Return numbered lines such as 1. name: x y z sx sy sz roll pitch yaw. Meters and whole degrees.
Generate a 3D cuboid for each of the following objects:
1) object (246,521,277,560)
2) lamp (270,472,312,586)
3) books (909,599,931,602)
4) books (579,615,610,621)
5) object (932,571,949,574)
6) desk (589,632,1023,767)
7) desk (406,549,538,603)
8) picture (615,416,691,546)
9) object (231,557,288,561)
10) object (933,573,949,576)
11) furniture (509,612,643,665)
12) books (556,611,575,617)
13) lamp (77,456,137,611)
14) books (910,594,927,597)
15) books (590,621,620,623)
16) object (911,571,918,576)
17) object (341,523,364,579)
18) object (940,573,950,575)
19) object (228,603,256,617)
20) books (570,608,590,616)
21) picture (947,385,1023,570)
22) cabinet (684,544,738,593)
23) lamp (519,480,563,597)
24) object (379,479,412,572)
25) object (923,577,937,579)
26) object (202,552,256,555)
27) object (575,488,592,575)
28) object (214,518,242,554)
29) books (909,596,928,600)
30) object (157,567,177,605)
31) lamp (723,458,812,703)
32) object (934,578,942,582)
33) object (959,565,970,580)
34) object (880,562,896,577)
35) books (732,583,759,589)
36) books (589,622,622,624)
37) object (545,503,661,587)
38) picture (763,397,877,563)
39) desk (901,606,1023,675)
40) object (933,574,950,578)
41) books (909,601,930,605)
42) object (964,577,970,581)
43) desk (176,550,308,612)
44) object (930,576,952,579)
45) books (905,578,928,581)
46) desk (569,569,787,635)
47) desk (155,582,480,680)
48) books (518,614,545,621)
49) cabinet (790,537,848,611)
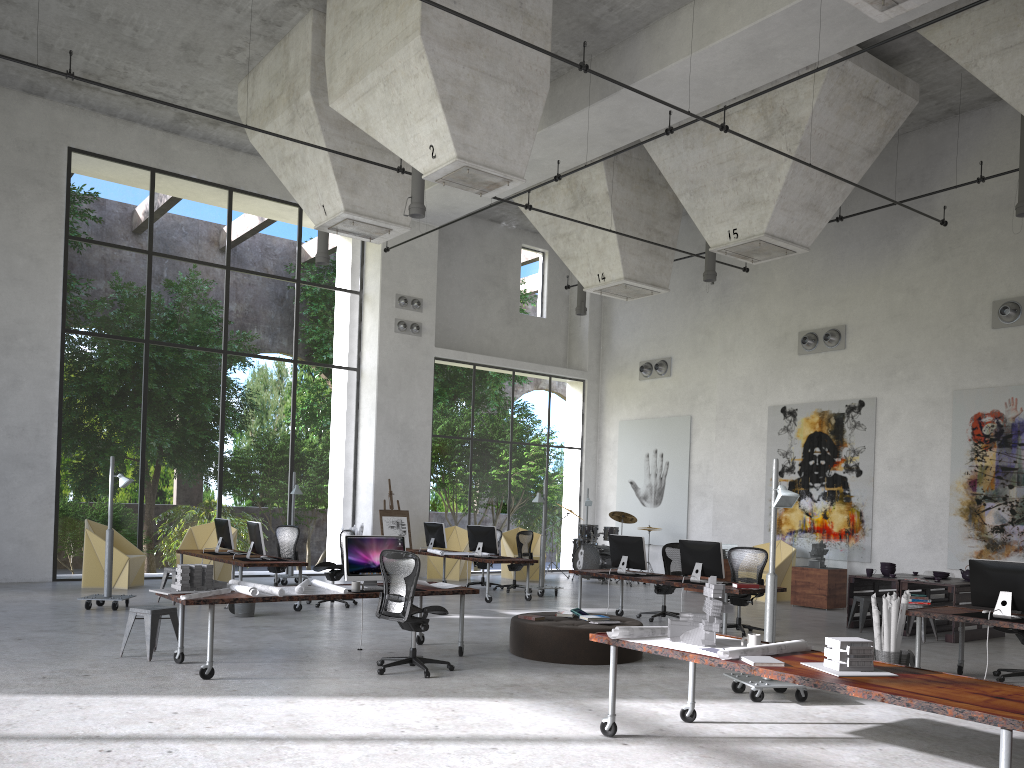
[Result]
1. object: -3.726 2.324 13.038 0.378 0.551 0.717 3 -5 -30
2. lamp: -4.188 2.751 16.759 0.581 2.149 0.595 2 -1 -37
3. books: 5.544 2.954 12.015 0.284 0.033 0.199 3 -8 -6
4. books: 0.931 2.634 9.895 0.285 0.033 0.199 5 -8 -24
5. object: 6.318 2.794 12.939 0.230 0.058 0.229 8 -9 -37
6. desk: 1.867 2.104 5.477 0.978 0.721 3.139 6 -8 -36
7. desk: -0.867 3.487 16.101 0.978 0.721 3.139 6 -8 -36
8. picture: 3.335 2.338 21.041 0.020 3.012 2.340 2 -2 -37
9. object: -3.733 2.607 13.038 0.690 0.008 0.852 7 -9 -30
10. object: 6.321 2.818 12.932 0.230 0.062 0.229 8 -10 -41
11. furniture: 0.727 2.859 9.937 1.515 0.427 1.514 7 -9 -35
12. books: 0.620 2.659 10.156 0.197 0.035 0.287 1 -8 9
13. lamp: -5.662 2.089 12.365 0.596 2.149 0.580 2 -1 -4
14. books: 5.546 2.893 12.016 0.204 0.025 0.145 1 -8 9
15. books: 1.022 2.606 9.629 0.301 0.040 0.222 2 -8 -2
16. object: 6.210 2.914 13.499 0.138 0.056 0.117 5 -7 -21
17. object: -3.349 3.505 18.415 0.440 1.207 0.414 1 -1 31
18. object: 6.324 2.806 12.936 0.229 0.062 0.229 8 -10 -41
19. object: -3.700 3.040 12.082 0.296 0.297 0.398 6 -6 -43
20. books: 0.793 2.643 10.120 0.204 0.102 0.145 -3 -7 38
21. picture: 8.105 1.525 14.010 0.020 3.013 2.221 2 -2 -37
22. cabinet: 4.066 3.771 17.976 0.746 1.011 0.736 4 -3 -37
23. lamp: 0.575 2.847 16.275 0.598 2.149 0.578 2 -1 -37
24. object: -2.491 3.054 18.417 0.696 2.140 0.684 3 -1 -36
25. object: 6.092 2.825 12.781 0.236 0.019 0.235 9 -10 -41
26. object: -4.572 2.733 14.151 0.691 0.008 0.851 8 -10 -35
27. object: 1.834 3.644 21.660 0.579 2.149 0.597 2 -1 -2
28. object: -4.565 2.449 14.151 0.378 0.551 0.716 4 -5 -35
29. books: 5.541 2.921 12.018 0.254 0.032 0.176 0 -8 14
30. object: -5.023 3.049 13.296 0.456 0.531 0.478 -1 -4 38
31. lamp: 2.330 1.743 7.885 0.580 2.149 0.596 2 -1 -12
32. object: 5.939 2.733 12.265 0.137 0.056 0.117 -2 -7 28
33. object: 6.686 2.754 12.833 0.213 0.232 0.218 5 -5 -39
34. object: 5.595 2.757 13.068 0.215 0.213 0.193 5 -5 -36
35. books: 2.907 2.513 10.940 0.285 0.052 0.204 3 -7 -5
36. books: 1.023 2.610 9.603 0.301 0.031 0.221 5 -8 -22
37. object: 2.140 3.647 20.154 2.972 1.738 1.893 -3 -6 37
38. picture: 5.881 1.857 16.950 0.020 3.012 2.358 2 -2 -37
39. desk: 5.264 2.569 7.975 0.968 0.721 3.140 6 -8 -36
40. object: 6.320 2.833 12.934 0.229 0.047 0.231 0 -8 12
41. books: 5.542 2.988 12.015 0.284 0.035 0.199 1 -8 9
42. object: 6.603 2.800 12.576 0.229 0.047 0.231 -2 -9 30
43. desk: -4.264 3.022 13.602 0.968 0.721 3.140 6 -8 -36
44. object: 6.321 2.854 12.935 0.295 0.024 0.298 -3 -9 30
45. books: 5.730 2.764 12.441 0.304 0.030 0.225 -1 -8 21
46. desk: 2.141 3.032 12.082 0.978 0.721 3.139 6 -8 -36
47. desk: -1.900 2.460 8.979 3.145 0.722 0.976 8 -7 -37
48. books: 0.220 2.603 9.797 0.255 0.032 0.176 -6 -11 44
49. cabinet: 5.530 3.402 15.811 0.596 1.253 0.743 3 -2 -37
